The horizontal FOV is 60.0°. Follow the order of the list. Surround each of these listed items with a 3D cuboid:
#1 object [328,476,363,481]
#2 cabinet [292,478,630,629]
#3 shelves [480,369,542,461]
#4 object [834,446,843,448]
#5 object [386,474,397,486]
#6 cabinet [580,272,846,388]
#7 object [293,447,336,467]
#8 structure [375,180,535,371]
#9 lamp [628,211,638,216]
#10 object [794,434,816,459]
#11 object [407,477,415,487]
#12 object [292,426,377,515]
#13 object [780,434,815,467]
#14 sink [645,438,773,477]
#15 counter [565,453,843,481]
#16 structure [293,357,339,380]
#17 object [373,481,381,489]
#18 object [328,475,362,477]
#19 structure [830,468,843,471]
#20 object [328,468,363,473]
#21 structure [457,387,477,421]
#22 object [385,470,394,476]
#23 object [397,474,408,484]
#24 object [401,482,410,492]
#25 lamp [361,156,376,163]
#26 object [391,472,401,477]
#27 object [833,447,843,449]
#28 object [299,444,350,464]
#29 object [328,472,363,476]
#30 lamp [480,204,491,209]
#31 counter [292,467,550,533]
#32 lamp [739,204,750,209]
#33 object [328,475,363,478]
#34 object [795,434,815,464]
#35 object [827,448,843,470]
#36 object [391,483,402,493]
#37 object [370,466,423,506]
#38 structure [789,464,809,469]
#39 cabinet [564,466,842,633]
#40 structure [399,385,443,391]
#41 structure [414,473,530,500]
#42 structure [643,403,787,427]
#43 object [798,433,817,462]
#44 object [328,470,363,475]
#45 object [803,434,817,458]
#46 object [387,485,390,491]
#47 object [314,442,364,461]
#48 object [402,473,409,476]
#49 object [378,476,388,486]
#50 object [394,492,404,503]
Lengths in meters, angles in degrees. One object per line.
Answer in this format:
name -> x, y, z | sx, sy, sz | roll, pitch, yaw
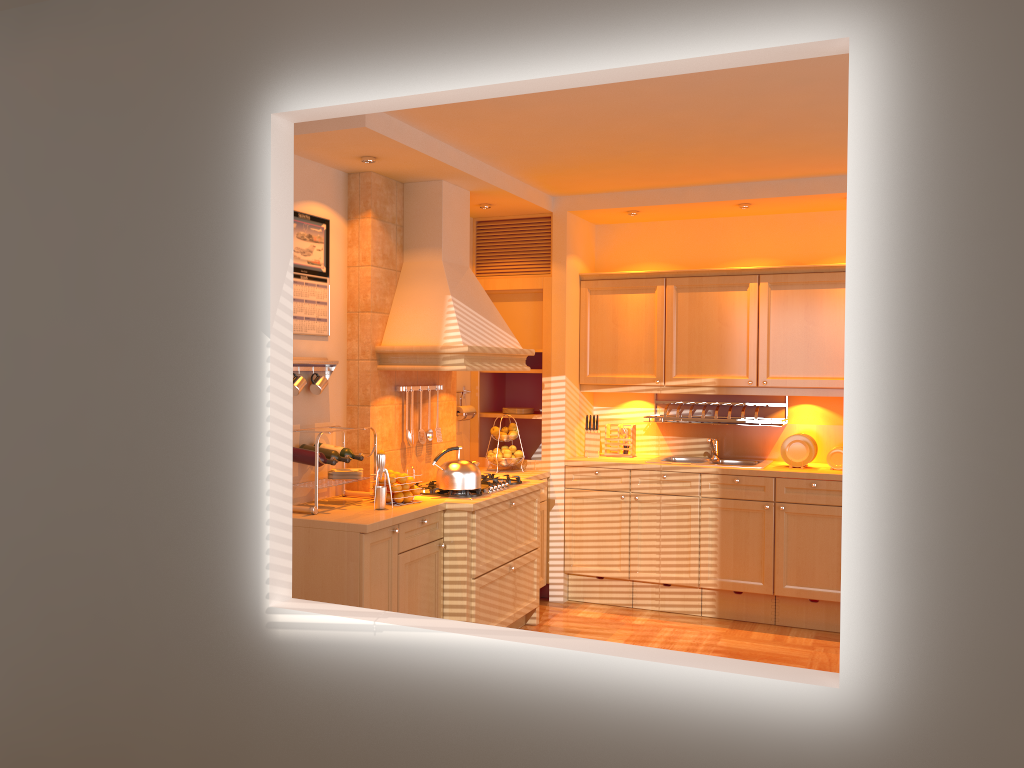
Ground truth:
object -> -0.841, 0.476, 4.492 | 0.172, 0.011, 0.163 | 0, 1, -7
cabinet -> -0.106, 1.049, 5.186 | 1.141, 0.840, 2.850 | 1, 1, 24
shelves -> 0.108, 0.246, 6.319 | 0.600, 0.702, 0.582 | 1, 1, 24
object -> 2.062, 0.454, 5.569 | 0.133, 0.129, 0.037 | 1, 1, 26
object -> -0.601, 0.479, 4.425 | 0.057, 0.060, 0.052 | 0, 1, -28
cabinet -> 1.354, -0.343, 5.900 | 1.792, 0.712, 0.332 | 1, 1, 24
object -> -0.960, 0.347, 4.226 | 0.282, 0.095, 0.076 | 1, 1, 24
structure -> 1.301, -0.544, 5.122 | 4.091, 1.148, 1.061 | 0, 1, -2
lamp -> 0.797, -1.125, 5.844 | 0.070, 0.021, 0.070 | 0, 1, -16
object -> 1.800, 0.414, 5.565 | 0.205, 0.200, 0.049 | 1, 1, 25
object -> -0.520, 0.497, 4.511 | 0.053, 0.052, 0.061 | 0, 1, -3
object -> -0.897, 0.410, 4.388 | 0.221, 0.379, 0.572 | 1, 1, 24
object -> 1.775, 0.415, 5.515 | 0.205, 0.200, 0.049 | 1, 1, 25
sink -> 1.292, 0.518, 5.791 | 0.746, 0.336, 0.465 | 1, 1, 24
counter -> 1.293, 0.531, 5.793 | 1.800, 0.038, 0.600 | 1, 1, 24
structure -> -1.010, -0.075, 4.416 | 0.069, 0.118, 0.405 | 1, 1, 24
object -> -0.675, 0.517, 4.486 | 0.060, 0.055, 0.053 | 1, 1, 27
object -> -0.841, 0.462, 4.492 | 0.172, 0.011, 0.163 | 0, 1, -7
structure -> 2.027, 0.519, 5.496 | 0.084, 0.010, 0.219 | 1, 1, 25
object -> -0.841, 0.443, 4.491 | 0.172, 0.011, 0.163 | 0, 1, -7
structure -> -0.331, 0.131, 5.902 | 0.126, 0.220, 0.320 | 1, 1, 24
object -> -0.624, 0.470, 4.558 | 0.059, 0.060, 0.050 | 0, 1, -17
object -> -0.551, 0.475, 4.443 | 0.053, 0.051, 0.063 | 1, 1, 31
object -> -0.544, 0.519, 4.463 | 0.052, 0.053, 0.062 | -1, 1, -44
lamp -> -0.713, -1.111, 4.402 | 0.070, 0.021, 0.070 | 1, 1, 7
object -> -0.585, 0.470, 4.492 | 0.063, 0.053, 0.051 | 0, 1, -15
object -> 2.027, 0.456, 5.494 | 0.133, 0.129, 0.037 | 1, 1, 24
object -> -0.913, 0.345, 4.332 | 0.282, 0.095, 0.076 | 1, 1, 24
object -> -0.841, 0.456, 4.492 | 0.172, 0.011, 0.163 | 0, 1, -7
lamp -> -0.170, -1.129, 5.640 | 0.070, 0.021, 0.070 | 1, 1, 7
counter -> -0.393, 0.612, 4.978 | 0.770, 0.038, 2.250 | 1, 1, 24
lamp -> 1.458, -1.114, 5.559 | 0.070, 0.021, 0.070 | 0, 1, -27
object -> -0.841, 0.469, 4.492 | 0.172, 0.011, 0.163 | 0, 1, -7
object -> 1.788, 0.415, 5.540 | 0.205, 0.200, 0.049 | 1, 1, 25
object -> 1.992, 0.457, 5.419 | 0.133, 0.129, 0.037 | 1, 1, 24
object -> -0.577, 0.518, 4.410 | 0.053, 0.051, 0.063 | 1, 1, 42
object -> -0.588, 0.513, 4.502 | 0.189, 0.174, 0.207 | 1, 1, 39
structure -> 1.800, 0.516, 5.562 | 0.084, 0.010, 0.219 | 1, 1, 27
cabinet -> 1.836, 0.629, 5.543 | 3.000, 1.700, 0.625 | 1, 1, 24
structure -> -0.525, 0.024, 5.159 | 0.009, 0.024, 0.506 | 1, 1, 24
structure -> -0.273, 0.569, 5.061 | 0.494, 0.051, 0.797 | 1, 1, 24
structure -> 1.356, 0.198, 5.925 | 0.900, 0.126, 0.300 | 1, 1, 24
object -> 1.825, 0.414, 5.615 | 0.205, 0.200, 0.049 | 1, 1, 25
object -> -0.841, 0.449, 4.492 | 0.172, 0.011, 0.163 | 0, 1, -7
object -> 1.813, 0.414, 5.590 | 0.205, 0.200, 0.049 | 1, 1, 25
object -> -0.601, 0.515, 4.463 | 0.051, 0.053, 0.064 | 0, 1, -14
object -> -0.867, 0.343, 4.438 | 0.282, 0.095, 0.076 | 1, 1, 24
object -> -0.557, 0.484, 4.556 | 0.063, 0.053, 0.051 | 0, 1, -3
object -> -0.643, 0.490, 4.459 | 0.063, 0.051, 0.053 | 1, 1, 29
object -> -0.565, 0.565, 4.427 | 0.052, 0.057, 0.060 | 0, 1, -15
